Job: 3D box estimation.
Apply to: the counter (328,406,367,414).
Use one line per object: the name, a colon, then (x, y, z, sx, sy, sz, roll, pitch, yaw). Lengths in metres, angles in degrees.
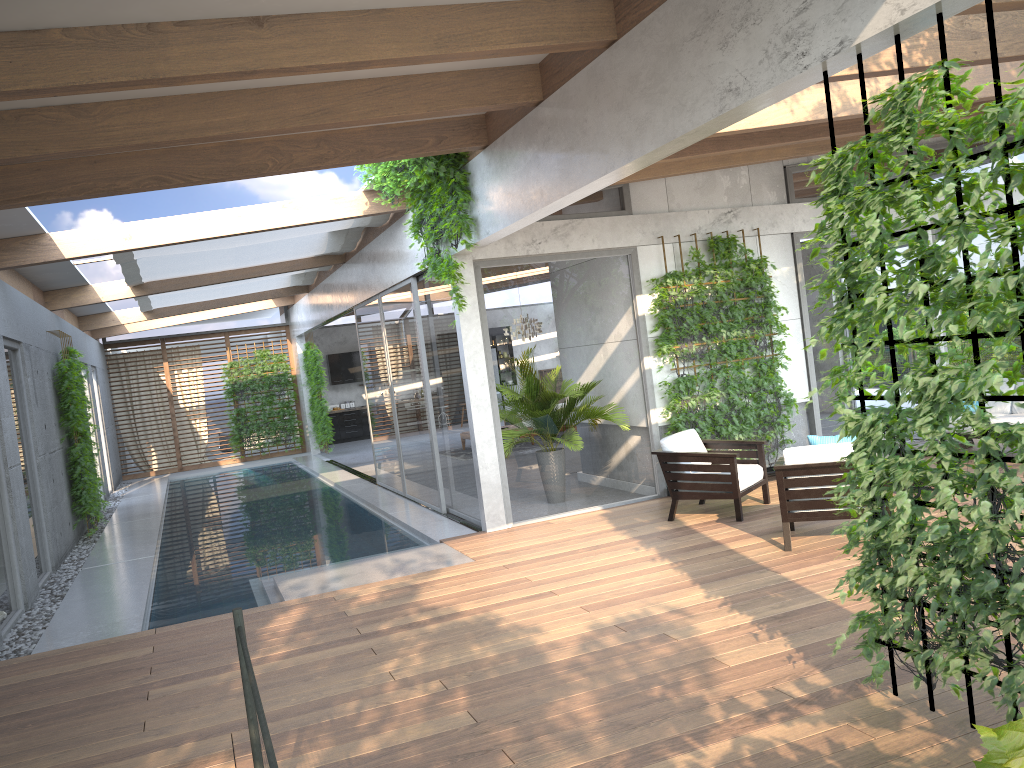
counter: (-3.551, 0.570, 23.309, 3.805, 0.061, 0.607, -8, 2, -20)

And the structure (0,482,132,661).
structure: (-5.999, 2.068, 12.624, 0.477, 0.068, 13.673, -8, 2, -20)

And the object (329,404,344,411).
object: (-4.584, 0.615, 22.944, 0.381, 0.134, 0.590, -8, 2, -32)

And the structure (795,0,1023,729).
structure: (1.693, 0.000, 3.185, 0.500, 2.687, 1.807, -8, 2, -20)

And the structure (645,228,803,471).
structure: (2.295, -0.301, 9.509, 1.851, 2.669, 0.500, -8, 2, -20)

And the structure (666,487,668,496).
structure: (2.124, 0.815, 10.739, 2.012, 0.595, 2.203, -8, 2, -20)

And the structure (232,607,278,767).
structure: (6.274, 0.275, 10.271, 15.587, 3.022, 31.708, -6, 2, 21)

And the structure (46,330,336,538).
structure: (-5.117, 0.419, 16.190, 2.739, 2.687, 10.282, -7, 2, -3)

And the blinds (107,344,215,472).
blinds: (-8.104, 0.602, 20.606, 2.087, 2.898, 0.692, -8, 2, -16)

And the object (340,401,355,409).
object: (-4.315, 0.537, 23.249, 0.405, 0.200, 0.147, -8, 2, -19)

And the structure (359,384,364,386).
structure: (-3.592, -0.021, 23.572, 0.932, 0.046, 0.081, -8, 2, -20)

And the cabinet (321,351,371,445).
cabinet: (-2.643, 0.007, 23.677, 5.901, 2.502, 0.709, -8, 2, -22)

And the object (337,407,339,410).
object: (-4.480, 0.628, 22.818, 0.072, 0.057, 0.083, -9, 3, -44)

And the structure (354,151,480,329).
structure: (-0.864, -1.504, 8.348, 0.918, 2.054, 1.822, -8, 2, -23)

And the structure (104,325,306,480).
structure: (-7.157, 0.395, 20.584, 4.313, 3.079, 0.085, -8, 2, -20)

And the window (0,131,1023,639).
window: (-0.493, -0.659, 16.939, 14.294, 3.764, 23.280, -8, 2, -20)

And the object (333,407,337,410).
object: (-4.549, 0.624, 22.769, 0.090, 0.087, 0.086, -9, 3, -43)
